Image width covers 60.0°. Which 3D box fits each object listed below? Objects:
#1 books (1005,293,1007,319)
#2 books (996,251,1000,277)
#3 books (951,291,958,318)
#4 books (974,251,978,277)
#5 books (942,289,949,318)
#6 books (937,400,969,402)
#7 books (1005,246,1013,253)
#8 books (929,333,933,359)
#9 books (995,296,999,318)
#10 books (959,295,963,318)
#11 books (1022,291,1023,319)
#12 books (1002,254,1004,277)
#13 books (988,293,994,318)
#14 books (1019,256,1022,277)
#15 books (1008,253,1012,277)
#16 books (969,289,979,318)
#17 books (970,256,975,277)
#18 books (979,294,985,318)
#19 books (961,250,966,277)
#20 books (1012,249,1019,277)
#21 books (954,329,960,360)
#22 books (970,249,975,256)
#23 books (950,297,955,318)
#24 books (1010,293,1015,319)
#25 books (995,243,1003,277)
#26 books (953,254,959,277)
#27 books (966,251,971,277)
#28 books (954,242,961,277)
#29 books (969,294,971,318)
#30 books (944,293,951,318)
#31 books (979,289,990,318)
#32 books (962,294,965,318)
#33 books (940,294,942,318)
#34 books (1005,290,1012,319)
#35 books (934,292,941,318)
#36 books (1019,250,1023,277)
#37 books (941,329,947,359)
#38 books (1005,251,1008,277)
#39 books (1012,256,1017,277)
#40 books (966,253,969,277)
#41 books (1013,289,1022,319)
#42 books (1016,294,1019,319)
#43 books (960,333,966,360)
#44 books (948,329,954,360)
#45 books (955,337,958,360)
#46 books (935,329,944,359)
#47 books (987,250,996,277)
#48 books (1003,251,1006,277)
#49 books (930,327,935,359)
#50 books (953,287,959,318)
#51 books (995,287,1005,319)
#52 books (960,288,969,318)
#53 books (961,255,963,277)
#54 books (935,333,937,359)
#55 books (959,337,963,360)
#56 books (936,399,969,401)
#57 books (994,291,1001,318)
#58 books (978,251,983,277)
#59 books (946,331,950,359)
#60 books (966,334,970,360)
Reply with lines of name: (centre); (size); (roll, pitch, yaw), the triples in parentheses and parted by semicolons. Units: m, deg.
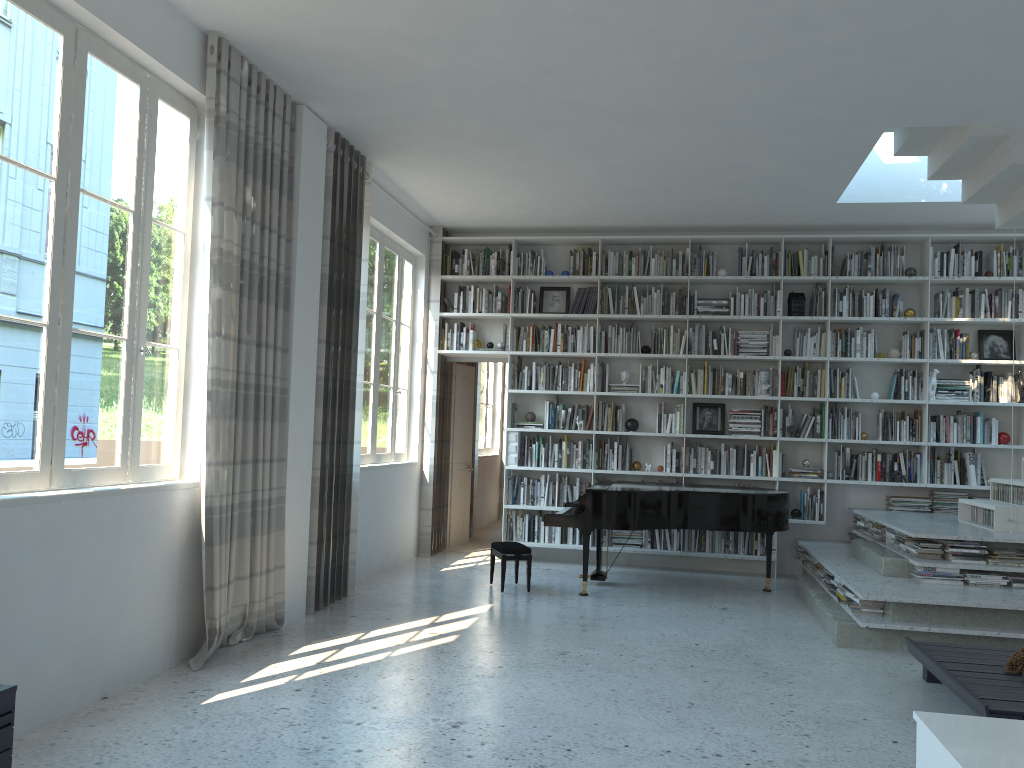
books: (4.392, -0.682, 7.931); (0.011, 0.249, 0.152); (2, -3, 11)
books: (4.338, -1.051, 7.959); (0.016, 0.251, 0.189); (2, -3, 11)
books: (3.987, -0.698, 8.004); (0.026, 0.261, 0.167); (2, -3, 11)
books: (4.176, -1.056, 8.005); (0.012, 0.254, 0.161); (2, -3, 11)
books: (3.901, -0.710, 8.030); (0.051, 0.282, 0.167); (2, -3, 11)
books: (3.934, 0.159, 7.979); (0.285, 0.012, 0.159); (2, -3, 6)
books: (4.452, -1.071, 7.951); (0.020, 0.299, 0.131); (2, -3, 11)
books: (3.788, -0.331, 8.053); (0.030, 0.253, 0.128); (2, -3, 11)
books: (4.312, -0.668, 7.939); (0.031, 0.217, 0.165); (2, -3, 11)
books: (4.026, -0.678, 8.004); (0.030, 0.224, 0.158); (2, -3, 11)
books: (4.538, -0.686, 7.906); (0.031, 0.265, 0.169); (2, -3, 11)
books: (4.370, -1.038, 7.944); (0.007, 0.225, 0.170); (2, -3, 11)
books: (4.276, -0.681, 7.939); (0.014, 0.240, 0.189); (2, -3, 11)
books: (4.529, -1.025, 7.944); (0.031, 0.211, 0.131); (2, -3, 11)
books: (4.429, -1.041, 7.934); (0.018, 0.235, 0.186); (2, -3, 11)
books: (4.122, -0.699, 7.937); (0.032, 0.265, 0.245); (2, -3, 11)
books: (4.124, -1.032, 7.990); (0.024, 0.202, 0.190); (2, -3, 11)
books: (4.191, -0.678, 7.952); (0.030, 0.230, 0.187); (2, -3, 11)
books: (4.065, -1.064, 8.007); (0.014, 0.262, 0.168); (2, -3, 11)
books: (4.502, -1.060, 7.945); (0.025, 0.279, 0.136); (2, -3, 11)
books: (3.997, -0.343, 7.989); (0.014, 0.285, 0.175); (2, -3, 11)
books: (4.148, -1.069, 8.014); (0.012, 0.279, 0.153); (2, -3, 11)
books: (3.960, -0.672, 8.003); (0.025, 0.207, 0.175); (2, -3, 11)
books: (4.447, -0.676, 7.919); (0.030, 0.241, 0.162); (2, -3, 11)
books: (4.367, -1.085, 7.955); (0.007, 0.320, 0.165); (2, -3, 11)
books: (4.001, -1.049, 8.025); (0.030, 0.231, 0.148); (2, -3, 11)
books: (4.105, -1.058, 8.009); (0.021, 0.254, 0.151); (2, -3, 11)
books: (4.022, -1.100, 8.013); (0.014, 0.332, 0.180); (2, -3, 11)
books: (4.103, -0.683, 7.993); (0.025, 0.238, 0.143); (2, -3, 11)
books: (3.940, -0.693, 8.031); (0.026, 0.250, 0.130); (2, -3, 11)
books: (4.251, -0.702, 7.969); (0.048, 0.283, 0.162); (2, -3, 11)
books: (4.056, -0.683, 8.013); (0.024, 0.236, 0.146); (2, -3, 11)
books: (3.868, -0.688, 8.035); (0.013, 0.236, 0.142); (2, -3, 11)
books: (4.414, -0.693, 7.918); (0.036, 0.272, 0.177); (2, -3, 11)
books: (3.857, -0.697, 8.040); (0.012, 0.254, 0.161); (2, -3, 11)
books: (4.554, -1.052, 7.918); (0.026, 0.263, 0.163); (2, -3, 11)
books: (3.901, -0.345, 8.023); (0.012, 0.285, 0.159); (2, -3, 11)
books: (4.416, -1.051, 7.959); (0.017, 0.256, 0.146); (2, -3, 11)
books: (4.471, -1.027, 7.931); (0.029, 0.210, 0.169); (2, -3, 11)
books: (4.082, -1.050, 8.004); (0.022, 0.236, 0.172); (2, -3, 11)
books: (4.511, -0.696, 7.913); (0.026, 0.284, 0.147); (2, -3, 11)
books: (4.488, -0.671, 7.921); (0.022, 0.234, 0.158); (2, -3, 11)
books: (4.047, -0.326, 7.982); (0.021, 0.253, 0.167); (2, -3, 11)
books: (3.952, -0.346, 7.999); (0.012, 0.287, 0.176); (2, -3, 11)
books: (3.980, -0.305, 7.978); (0.013, 0.207, 0.190); (2, -3, 11)
books: (3.858, -0.348, 8.024); (0.065, 0.289, 0.146); (2, -3, 11)
books: (4.303, -1.055, 7.957); (0.019, 0.256, 0.169); (2, -3, 11)
books: (4.389, -1.049, 7.948); (0.031, 0.248, 0.164); (2, -3, 11)
books: (3.809, -0.355, 8.037); (0.015, 0.300, 0.140); (2, -3, 11)
books: (4.008, -0.715, 8.009); (0.011, 0.296, 0.162); (2, -3, 11)
books: (4.361, -0.706, 7.927); (0.022, 0.294, 0.181); (2, -3, 11)
books: (4.077, -0.709, 7.989); (0.026, 0.288, 0.156); (2, -3, 11)
books: (4.046, -1.042, 8.030); (0.030, 0.220, 0.133); (2, -3, 11)
books: (3.819, -0.329, 8.025); (0.011, 0.247, 0.156); (2, -3, 11)
books: (4.020, -0.307, 7.987); (0.033, 0.213, 0.153); (2, -3, 11)
books: (3.935, 0.148, 7.982); (0.285, 0.012, 0.159); (1, -3, 15)
books: (4.341, -0.690, 7.944); (0.023, 0.263, 0.156); (2, -3, 11)
books: (4.195, -1.058, 7.989); (0.030, 0.257, 0.165); (2, -3, 11)
books: (3.929, -0.336, 8.027); (0.043, 0.269, 0.131); (2, -3, 11)
books: (4.068, -0.321, 7.968); (0.026, 0.243, 0.178); (2, -3, 11)
